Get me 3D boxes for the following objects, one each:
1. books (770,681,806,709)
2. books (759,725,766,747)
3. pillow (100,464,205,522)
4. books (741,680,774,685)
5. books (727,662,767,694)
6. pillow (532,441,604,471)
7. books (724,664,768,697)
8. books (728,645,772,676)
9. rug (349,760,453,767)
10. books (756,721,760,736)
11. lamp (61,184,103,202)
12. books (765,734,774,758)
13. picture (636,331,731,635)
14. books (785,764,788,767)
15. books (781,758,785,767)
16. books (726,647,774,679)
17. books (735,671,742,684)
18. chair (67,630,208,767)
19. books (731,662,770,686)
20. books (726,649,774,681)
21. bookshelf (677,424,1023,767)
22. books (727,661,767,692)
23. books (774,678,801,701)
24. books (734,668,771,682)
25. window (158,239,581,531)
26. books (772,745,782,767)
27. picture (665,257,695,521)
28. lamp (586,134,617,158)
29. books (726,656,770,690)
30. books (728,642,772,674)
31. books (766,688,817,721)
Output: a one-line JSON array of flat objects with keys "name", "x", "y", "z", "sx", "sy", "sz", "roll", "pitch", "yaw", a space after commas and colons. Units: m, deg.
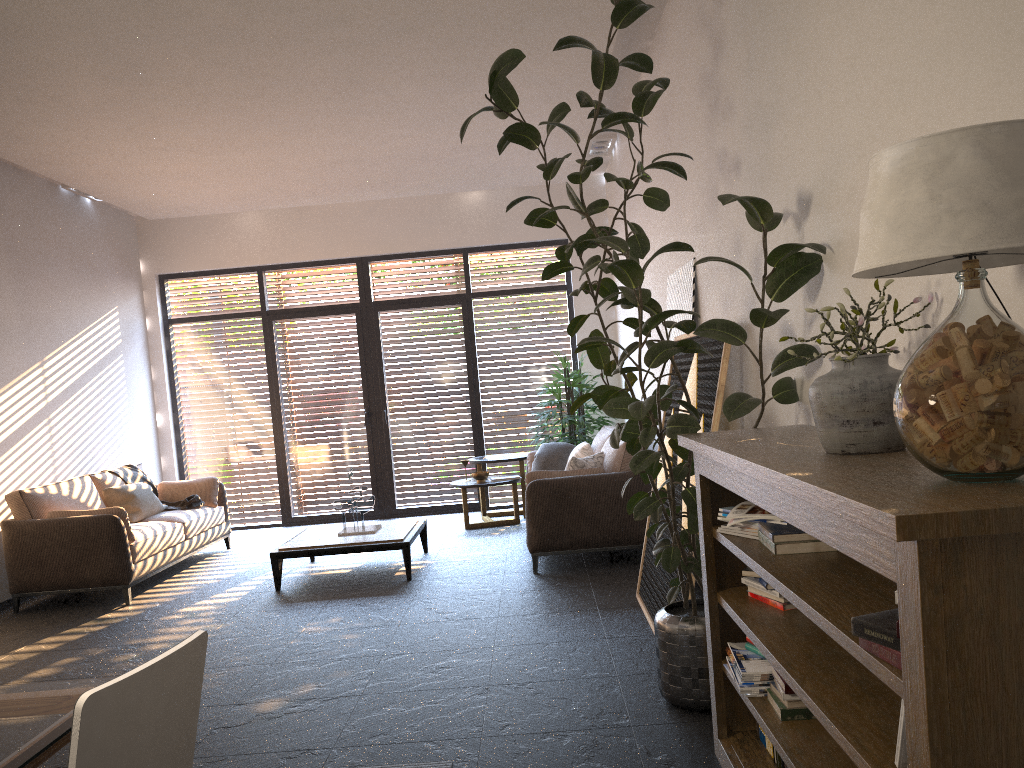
[{"name": "books", "x": 0.907, "y": 0.917, "z": 2.641, "sx": 0.227, "sy": 0.024, "sz": 0.166, "roll": -5, "pitch": 0, "yaw": -1}, {"name": "books", "x": 0.944, "y": 1.123, "z": 3.069, "sx": 0.171, "sy": 0.235, "sz": 0.100, "roll": -5, "pitch": 3, "yaw": 1}, {"name": "pillow", "x": -3.477, "y": 1.102, "z": 8.123, "sx": 0.956, "sy": 0.710, "sz": 1.014, "roll": -4, "pitch": 1, "yaw": 26}, {"name": "books", "x": 0.840, "y": 0.923, "z": 2.896, "sx": 0.218, "sy": 0.006, "sz": 0.304, "roll": -5, "pitch": 0, "yaw": 6}, {"name": "books", "x": 0.837, "y": 0.956, "z": 2.908, "sx": 0.218, "sy": 0.007, "sz": 0.304, "roll": -5, "pitch": 0, "yaw": 6}, {"name": "pillow", "x": 0.459, "y": 0.709, "z": 7.559, "sx": 0.618, "sy": 0.343, "sz": 1.889, "roll": -5, "pitch": 0, "yaw": 1}, {"name": "books", "x": 0.838, "y": 0.963, "z": 2.906, "sx": 0.218, "sy": 0.008, "sz": 0.304, "roll": -5, "pitch": 0, "yaw": 1}, {"name": "books", "x": 0.839, "y": 0.897, "z": 2.895, "sx": 0.218, "sy": 0.008, "sz": 0.304, "roll": -5, "pitch": 0, "yaw": 6}, {"name": "rug", "x": -1.443, "y": 1.530, "z": 1.535, "sx": 2.371, "sy": 0.006, "sz": 3.678, "roll": -5, "pitch": 0, "yaw": 1}, {"name": "books", "x": 0.946, "y": 1.118, "z": 3.137, "sx": 0.171, "sy": 0.242, "sz": 0.084, "roll": -5, "pitch": 3, "yaw": 1}, {"name": "lamp", "x": -3.987, "y": -1.837, "z": 8.407, "sx": 0.253, "sy": 0.066, "sz": 0.643, "roll": -5, "pitch": 0, "yaw": 1}, {"name": "books", "x": 0.943, "y": 1.123, "z": 2.987, "sx": 0.171, "sy": 0.236, "sz": 0.107, "roll": -5, "pitch": 3, "yaw": 1}, {"name": "picture", "x": 0.888, "y": 0.528, "z": 4.765, "sx": 0.386, "sy": 1.609, "sz": 1.494, "roll": -5, "pitch": 2, "yaw": 1}, {"name": "books", "x": 0.939, "y": 1.130, "z": 2.789, "sx": 0.171, "sy": 0.225, "sz": 0.082, "roll": -5, "pitch": 3, "yaw": 1}, {"name": "books", "x": 0.939, "y": 1.121, "z": 2.841, "sx": 0.171, "sy": 0.241, "sz": 0.055, "roll": -5, "pitch": 3, "yaw": 1}, {"name": "books", "x": 0.836, "y": 0.905, "z": 2.896, "sx": 0.218, "sy": 0.008, "sz": 0.304, "roll": -5, "pitch": 0, "yaw": 5}, {"name": "books", "x": 0.841, "y": 0.929, "z": 2.905, "sx": 0.219, "sy": 0.008, "sz": 0.287, "roll": -5, "pitch": 0, "yaw": 7}, {"name": "chair", "x": -0.963, "y": 1.032, "z": 1.863, "sx": 0.602, "sy": 0.922, "sz": 0.473, "roll": -4, "pitch": 3, "yaw": 11}, {"name": "books", "x": 0.840, "y": 0.934, "z": 2.905, "sx": 0.219, "sy": 0.008, "sz": 0.287, "roll": -5, "pitch": 0, "yaw": 7}, {"name": "books", "x": 0.834, "y": 0.912, "z": 2.896, "sx": 0.218, "sy": 0.008, "sz": 0.304, "roll": -5, "pitch": 0, "yaw": 5}, {"name": "bookshelf", "x": 0.852, "y": 0.754, "z": 2.275, "sx": 0.451, "sy": 1.175, "sz": 1.915, "roll": -5, "pitch": 1, "yaw": 1}, {"name": "books", "x": 0.836, "y": 0.948, "z": 2.906, "sx": 0.218, "sy": 0.008, "sz": 0.304, "roll": -5, "pitch": 0, "yaw": 6}, {"name": "books", "x": 0.914, "y": 0.893, "z": 2.628, "sx": 0.243, "sy": 0.024, "sz": 0.174, "roll": -5, "pitch": 0, "yaw": 8}, {"name": "books", "x": 0.836, "y": 0.919, "z": 2.899, "sx": 0.218, "sy": 0.008, "sz": 0.287, "roll": -5, "pitch": 0, "yaw": 5}, {"name": "window", "x": -1.535, "y": 0.020, "z": 10.006, "sx": 4.942, "sy": 3.037, "sz": 0.458, "roll": -5, "pitch": 3, "yaw": 1}, {"name": "books", "x": 0.936, "y": 1.122, "z": 2.899, "sx": 0.167, "sy": 0.242, "sz": 0.099, "roll": -5, "pitch": 3, "yaw": 1}, {"name": "picture", "x": 1.021, "y": 0.302, "z": 5.507, "sx": 0.207, "sy": 2.025, "sz": 0.955, "roll": -5, "pitch": 3, "yaw": 1}, {"name": "lamp", "x": 0.822, "y": -2.239, "z": 8.283, "sx": 0.253, "sy": 0.066, "sz": 0.643, "roll": -5, "pitch": 0, "yaw": 1}, {"name": "books", "x": 0.835, "y": 0.940, "z": 2.907, "sx": 0.219, "sy": 0.013, "sz": 0.304, "roll": -5, "pitch": 0, "yaw": 6}, {"name": "books", "x": 0.837, "y": 0.888, "z": 2.893, "sx": 0.219, "sy": 0.013, "sz": 0.304, "roll": -5, "pitch": 0, "yaw": 6}, {"name": "books", "x": 0.902, "y": 0.947, "z": 2.637, "sx": 0.243, "sy": 0.034, "sz": 0.179, "roll": -5, "pitch": 0, "yaw": 3}]
